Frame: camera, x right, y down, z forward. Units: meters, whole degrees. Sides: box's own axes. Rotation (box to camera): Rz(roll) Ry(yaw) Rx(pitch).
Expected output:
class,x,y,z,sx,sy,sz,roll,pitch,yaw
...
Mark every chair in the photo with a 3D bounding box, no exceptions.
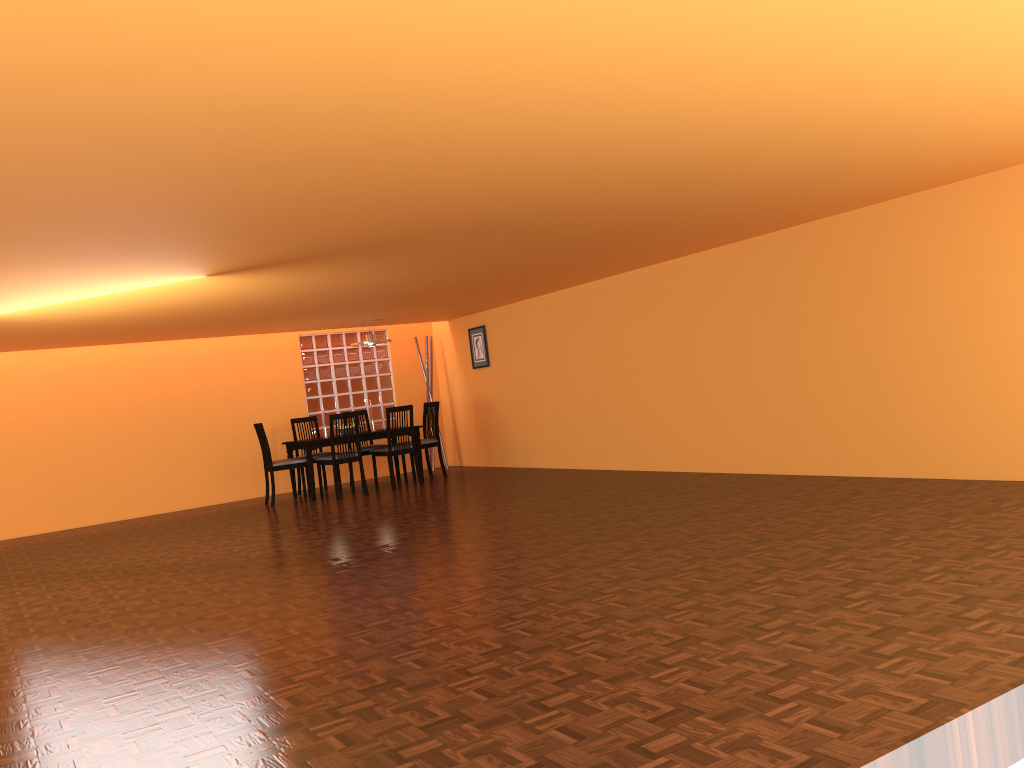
class,x,y,z,sx,sy,sz,roll,pitch,yaw
chair,-0.980,0.612,9.395,0.465,0.809,0.373,-7,0,-37
chair,-2.047,0.739,9.192,0.373,0.809,0.465,-7,0,-32
chair,-1.560,0.682,9.496,0.373,0.809,0.465,-7,0,-32
chair,-2.220,0.757,8.632,0.465,0.809,0.373,-7,0,-27
chair,-1.648,0.689,8.540,0.373,0.809,0.465,-7,0,-32
chair,-1.161,0.631,8.844,0.373,0.809,0.465,-7,0,-32

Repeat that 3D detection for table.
class,x,y,z,sx,sy,sz,roll,pitch,yaw
table,-1.581,0.796,8.988,1.259,0.584,0.697,-7,0,-32

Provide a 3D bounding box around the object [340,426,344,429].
class,x,y,z,sx,sy,sz,roll,pitch,yaw
object,-1.716,0.446,8.898,0.046,0.046,0.055,-7,0,41

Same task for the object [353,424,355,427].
class,x,y,z,sx,sy,sz,roll,pitch,yaw
object,-1.605,0.433,9.020,0.069,0.066,0.069,-7,0,-22

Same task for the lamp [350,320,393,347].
class,x,y,z,sx,sy,sz,roll,pitch,yaw
lamp,-1.465,-0.520,9.162,0.435,0.274,0.435,-7,0,-10

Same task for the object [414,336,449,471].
class,x,y,z,sx,sy,sz,roll,pitch,yaw
object,-0.941,0.222,10.387,0.226,1.589,0.308,-7,0,-10

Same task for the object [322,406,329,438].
class,x,y,z,sx,sy,sz,roll,pitch,yaw
object,-1.854,0.370,8.772,0.044,0.326,0.044,-7,0,-43

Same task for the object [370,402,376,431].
class,x,y,z,sx,sy,sz,roll,pitch,yaw
object,-1.441,0.321,9.129,0.044,0.326,0.044,-7,0,-43

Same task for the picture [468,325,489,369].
class,x,y,z,sx,sy,sz,roll,pitch,yaw
picture,-0.370,-0.404,9.829,0.014,0.456,0.361,-7,0,-32

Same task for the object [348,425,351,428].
class,x,y,z,sx,sy,sz,roll,pitch,yaw
object,-1.617,0.447,8.941,0.055,0.070,0.066,-7,0,40

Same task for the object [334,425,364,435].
class,x,y,z,sx,sy,sz,roll,pitch,yaw
object,-1.661,0.475,8.979,0.337,0.072,0.337,-7,0,24
